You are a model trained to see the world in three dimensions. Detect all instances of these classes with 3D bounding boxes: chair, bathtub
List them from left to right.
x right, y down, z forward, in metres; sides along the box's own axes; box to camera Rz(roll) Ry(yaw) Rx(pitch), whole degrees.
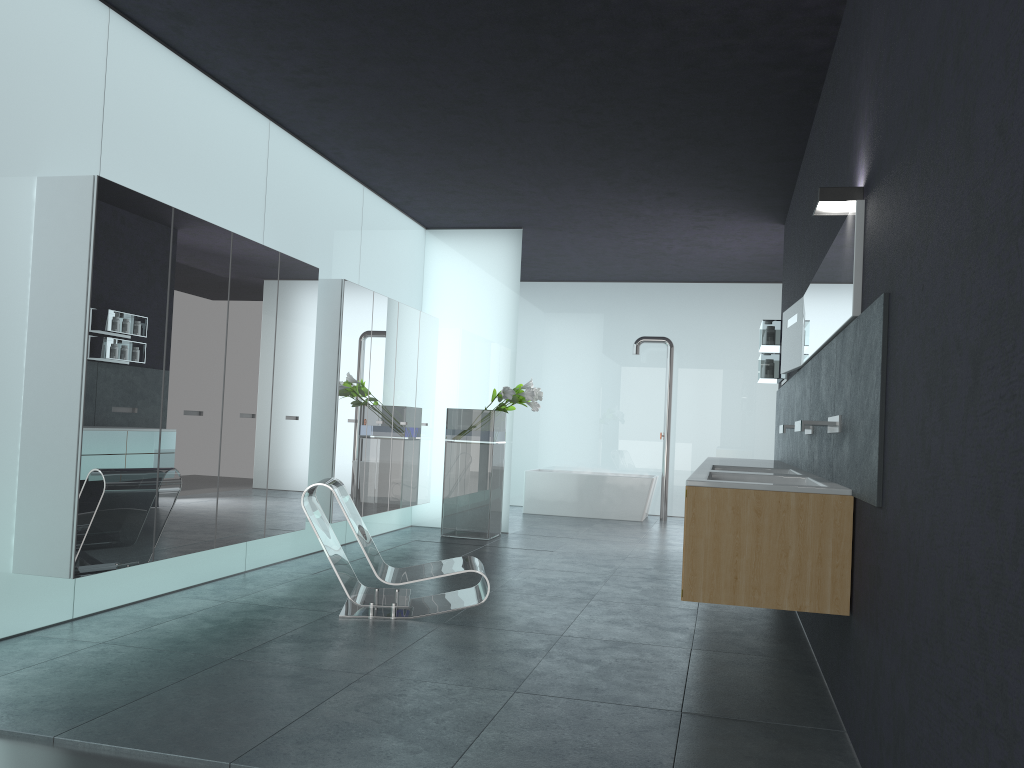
[{"bbox_3d":[-0.790,1.122,6.134,1.261,0.870,0.629,3,-2,-5],"label":"chair"},{"bbox_3d":[1.247,1.620,13.818,1.977,0.858,0.961,2,-2,14],"label":"bathtub"}]

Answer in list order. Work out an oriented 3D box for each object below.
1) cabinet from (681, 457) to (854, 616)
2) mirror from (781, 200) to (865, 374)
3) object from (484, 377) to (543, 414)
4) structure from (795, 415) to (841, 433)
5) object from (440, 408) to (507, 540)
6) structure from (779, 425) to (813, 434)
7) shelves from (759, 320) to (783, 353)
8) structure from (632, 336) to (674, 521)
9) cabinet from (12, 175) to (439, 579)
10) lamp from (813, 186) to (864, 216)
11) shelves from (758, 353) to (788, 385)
[{"bbox_3d":[1.798,0.903,6.723,0.734,0.556,5.588,2,-3,14],"label":"cabinet"},{"bbox_3d":[1.994,-0.460,5.828,0.109,0.532,3.726,2,-3,12],"label":"mirror"},{"bbox_3d":[-0.176,0.283,10.310,1.024,0.779,0.975,2,-2,6],"label":"object"},{"bbox_3d":[1.600,0.210,4.661,0.186,0.088,0.482,2,-3,14],"label":"structure"},{"bbox_3d":[-0.446,1.050,10.500,0.585,1.490,0.575,2,-2,14],"label":"object"},{"bbox_3d":[1.930,0.296,6.039,0.186,0.088,0.482,2,-3,14],"label":"structure"},{"bbox_3d":[2.674,-0.481,9.046,0.265,0.285,0.770,2,-3,14],"label":"shelves"},{"bbox_3d":[2.125,0.698,13.642,0.642,2.870,0.123,2,-2,13],"label":"structure"},{"bbox_3d":[-1.823,0.129,7.807,0.398,2.214,6.010,2,-3,14],"label":"cabinet"},{"bbox_3d":[1.552,-0.870,4.227,0.198,0.066,0.277,2,-3,14],"label":"lamp"},{"bbox_3d":[2.659,-0.154,9.036,0.265,0.285,0.770,2,-3,14],"label":"shelves"}]
